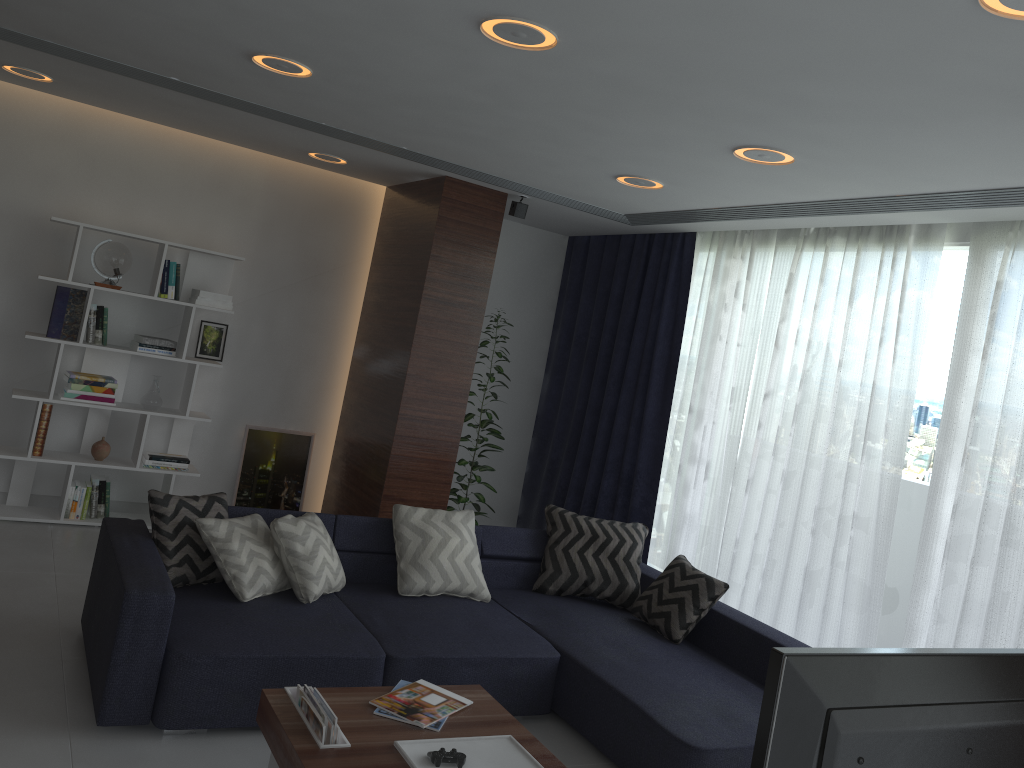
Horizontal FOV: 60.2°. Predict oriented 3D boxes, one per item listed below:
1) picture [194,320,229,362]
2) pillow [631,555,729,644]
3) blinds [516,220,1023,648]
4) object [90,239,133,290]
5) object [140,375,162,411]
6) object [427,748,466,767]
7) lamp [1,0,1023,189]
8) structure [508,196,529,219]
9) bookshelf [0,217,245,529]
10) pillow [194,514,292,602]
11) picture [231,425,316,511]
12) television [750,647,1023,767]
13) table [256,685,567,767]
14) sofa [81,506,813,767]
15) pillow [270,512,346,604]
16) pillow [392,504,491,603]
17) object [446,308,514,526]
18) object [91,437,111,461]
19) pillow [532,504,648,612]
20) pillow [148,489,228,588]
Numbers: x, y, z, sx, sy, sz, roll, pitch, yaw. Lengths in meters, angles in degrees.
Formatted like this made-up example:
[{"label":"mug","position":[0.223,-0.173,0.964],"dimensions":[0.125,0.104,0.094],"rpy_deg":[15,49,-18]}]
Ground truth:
[{"label":"picture","position":[-2.035,-0.291,5.987],"dimensions":[0.180,0.257,0.059],"rpy_deg":[12,-3,-29]},{"label":"pillow","position":[0.834,1.076,4.441],"dimensions":[0.284,0.345,0.417],"rpy_deg":[11,0,-25]},{"label":"blinds","position":[-0.355,-0.004,2.951],"dimensions":[5.759,2.779,7.178],"rpy_deg":[10,2,-26]},{"label":"object","position":[-2.507,-0.709,5.508],"dimensions":[0.234,0.384,0.220],"rpy_deg":[11,-2,-9]},{"label":"object","position":[-2.302,0.055,5.669],"dimensions":[0.131,0.220,0.133],"rpy_deg":[12,-2,-24]},{"label":"object","position":[-0.187,1.085,2.577],"dimensions":[0.112,0.036,0.071],"rpy_deg":[10,1,-16]},{"label":"lamp","position":[-2.635,-1.536,1.427],"dimensions":[9.500,0.084,5.388],"rpy_deg":[9,3,-43]},{"label":"structure","position":[0.046,-1.153,5.772],"dimensions":[0.084,0.143,0.115],"rpy_deg":[12,-1,-24]},{"label":"bookshelf","position":[-2.485,-0.034,5.606],"dimensions":[1.141,1.826,0.301],"rpy_deg":[12,-3,-29]},{"label":"pillow","position":[-1.150,0.746,3.854],"dimensions":[0.332,0.295,0.413],"rpy_deg":[11,0,23]},{"label":"picture","position":[-1.686,0.667,6.227],"dimensions":[0.496,0.701,0.084],"rpy_deg":[12,-3,-29]},{"label":"television","position":[0.756,0.775,1.241],"dimensions":[1.221,0.789,0.299],"rpy_deg":[11,-2,-29]},{"label":"table","position":[-0.300,1.249,2.673],"dimensions":[0.794,0.353,0.810],"rpy_deg":[10,2,-29]},{"label":"sofa","position":[-0.165,1.103,3.764],"dimensions":[2.851,0.610,1.911],"rpy_deg":[10,2,-29]},{"label":"pillow","position":[-0.919,0.776,4.015],"dimensions":[0.281,0.352,0.416],"rpy_deg":[11,0,14]},{"label":"pillow","position":[-0.359,0.839,4.399],"dimensions":[0.491,0.389,0.344],"rpy_deg":[11,0,-29]},{"label":"object","position":[-0.246,0.357,6.344],"dimensions":[0.506,1.851,0.478],"rpy_deg":[10,-3,29]},{"label":"object","position":[-2.585,0.406,5.559],"dimensions":[0.110,0.148,0.123],"rpy_deg":[12,-1,-32]},{"label":"pillow","position":[0.433,0.993,4.846],"dimensions":[0.598,0.520,0.354],"rpy_deg":[11,-1,1]},{"label":"pillow","position":[-1.383,0.665,3.834],"dimensions":[0.223,0.387,0.411],"rpy_deg":[10,-1,31]}]
